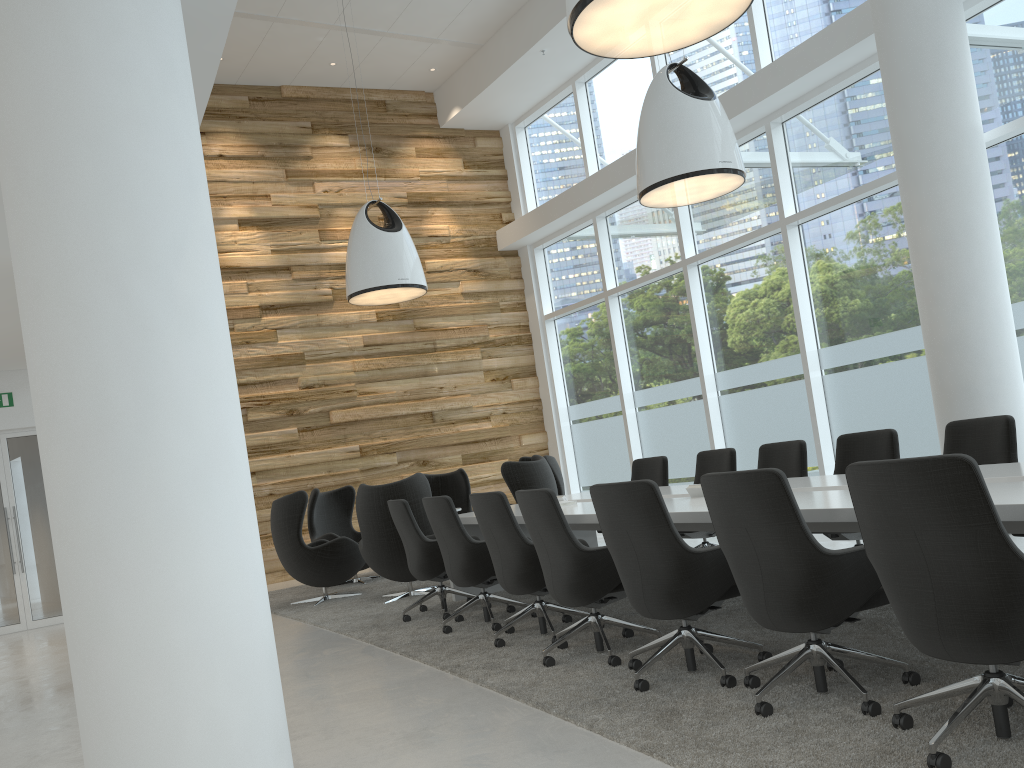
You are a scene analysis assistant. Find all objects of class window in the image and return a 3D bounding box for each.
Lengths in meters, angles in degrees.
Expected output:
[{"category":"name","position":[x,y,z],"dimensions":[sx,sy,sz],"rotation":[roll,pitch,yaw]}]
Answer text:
[{"category":"window","position":[-15.874,0.586,1.391],"dimensions":[63.038,6.131,30.836],"rotation":[-10,-5,13]}]

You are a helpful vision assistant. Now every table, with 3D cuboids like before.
[{"category":"table","position":[-0.893,1.747,9.588],"dimensions":[0.799,0.695,0.802],"rotation":[-9,-3,-3]},{"category":"table","position":[1.563,0.981,5.088],"dimensions":[1.495,0.738,6.597],"rotation":[-7,-5,-27]}]

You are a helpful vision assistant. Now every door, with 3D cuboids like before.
[{"category":"door","position":[-5.948,1.747,10.576],"dimensions":[1.799,2.398,0.133],"rotation":[-8,-1,-25]}]

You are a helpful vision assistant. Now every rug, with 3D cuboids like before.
[{"category":"rug","position":[1.331,1.409,5.314],"dimensions":[3.925,0.010,13.532],"rotation":[-6,-5,-27]}]

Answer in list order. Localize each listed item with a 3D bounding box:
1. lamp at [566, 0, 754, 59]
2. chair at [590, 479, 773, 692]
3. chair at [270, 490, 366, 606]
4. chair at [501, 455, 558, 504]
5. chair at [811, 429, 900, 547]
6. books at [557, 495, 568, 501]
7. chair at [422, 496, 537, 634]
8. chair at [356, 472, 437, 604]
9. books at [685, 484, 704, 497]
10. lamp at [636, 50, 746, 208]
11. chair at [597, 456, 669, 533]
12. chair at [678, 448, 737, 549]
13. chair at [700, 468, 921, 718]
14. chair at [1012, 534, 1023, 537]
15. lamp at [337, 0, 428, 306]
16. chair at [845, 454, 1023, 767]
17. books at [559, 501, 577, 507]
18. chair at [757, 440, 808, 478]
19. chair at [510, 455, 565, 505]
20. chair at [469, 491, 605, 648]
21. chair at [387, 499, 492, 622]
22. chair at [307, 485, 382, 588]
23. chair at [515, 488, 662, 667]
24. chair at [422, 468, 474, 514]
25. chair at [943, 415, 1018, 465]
[{"category":"lamp","position":[0.426,-3.516,4.160],"dimensions":[0.887,3.642,0.882],"rotation":[-9,-1,18]},{"category":"chair","position":[0.780,0.908,4.226],"dimensions":[0.671,0.965,0.689],"rotation":[-7,-3,-33]},{"category":"chair","position":[-1.955,1.640,9.072],"dimensions":[0.913,1.151,0.920],"rotation":[-7,-3,-37]},{"category":"chair","position":[0.045,1.326,8.964],"dimensions":[0.921,1.151,0.912],"rotation":[-10,-3,23]},{"category":"chair","position":[2.288,0.823,5.934],"dimensions":[0.671,0.965,0.689],"rotation":[-7,-3,-33]},{"category":"books","position":[0.437,1.000,7.122],"dimensions":[0.138,0.223,0.163],"rotation":[-8,-2,-27]},{"category":"chair","position":[-0.251,1.244,6.347],"dimensions":[0.671,0.965,0.689],"rotation":[-8,-2,-28]},{"category":"chair","position":[-1.011,1.444,8.449],"dimensions":[0.912,1.151,0.920],"rotation":[-8,-2,-7]},{"category":"books","position":[1.221,0.740,5.554],"dimensions":[0.153,0.238,0.192],"rotation":[-8,-3,-27]},{"category":"lamp","position":[1.194,-3.371,7.270],"dimensions":[0.886,3.642,0.882],"rotation":[-9,-1,16]},{"category":"chair","position":[1.137,1.177,8.061],"dimensions":[0.671,0.965,0.689],"rotation":[-7,-3,-33]},{"category":"chair","position":[1.559,1.048,7.296],"dimensions":[0.671,0.965,0.689],"rotation":[-8,-2,-28]},{"category":"chair","position":[1.184,0.795,3.609],"dimensions":[0.671,0.965,0.689],"rotation":[-8,-2,-28]},{"category":"chair","position":[2.943,0.605,4.537],"dimensions":[0.671,0.965,0.689],"rotation":[-8,-2,-28]},{"category":"lamp","position":[-1.619,-2.743,9.637],"dimensions":[0.886,3.642,0.883],"rotation":[-9,-1,11]},{"category":"chair","position":[1.509,0.682,2.864],"dimensions":[0.671,0.965,0.689],"rotation":[-8,-2,-28]},{"category":"books","position":[0.346,0.921,6.777],"dimensions":[0.223,0.026,0.265],"rotation":[-7,-5,-18]},{"category":"chair","position":[1.884,0.936,6.551],"dimensions":[0.671,0.965,0.689],"rotation":[-8,-2,-28]},{"category":"chair","position":[0.167,1.412,10.197],"dimensions":[0.913,1.151,0.920],"rotation":[-7,-3,-37]},{"category":"chair","position":[0.125,1.125,5.622],"dimensions":[0.671,0.965,0.689],"rotation":[-8,-2,-28]},{"category":"chair","position":[-0.613,1.360,7.073],"dimensions":[0.671,0.965,0.689],"rotation":[-8,-2,-23]},{"category":"chair","position":[-1.887,1.728,10.242],"dimensions":[0.921,1.151,0.912],"rotation":[-10,-3,23]},{"category":"chair","position":[0.411,1.022,4.916],"dimensions":[0.671,0.965,0.689],"rotation":[-8,-2,-23]},{"category":"chair","position":[-0.860,1.617,10.775],"dimensions":[0.912,1.151,0.920],"rotation":[-8,-2,-7]},{"category":"chair","position":[2.657,0.708,5.243],"dimensions":[0.671,0.965,0.689],"rotation":[-8,-2,-23]}]
